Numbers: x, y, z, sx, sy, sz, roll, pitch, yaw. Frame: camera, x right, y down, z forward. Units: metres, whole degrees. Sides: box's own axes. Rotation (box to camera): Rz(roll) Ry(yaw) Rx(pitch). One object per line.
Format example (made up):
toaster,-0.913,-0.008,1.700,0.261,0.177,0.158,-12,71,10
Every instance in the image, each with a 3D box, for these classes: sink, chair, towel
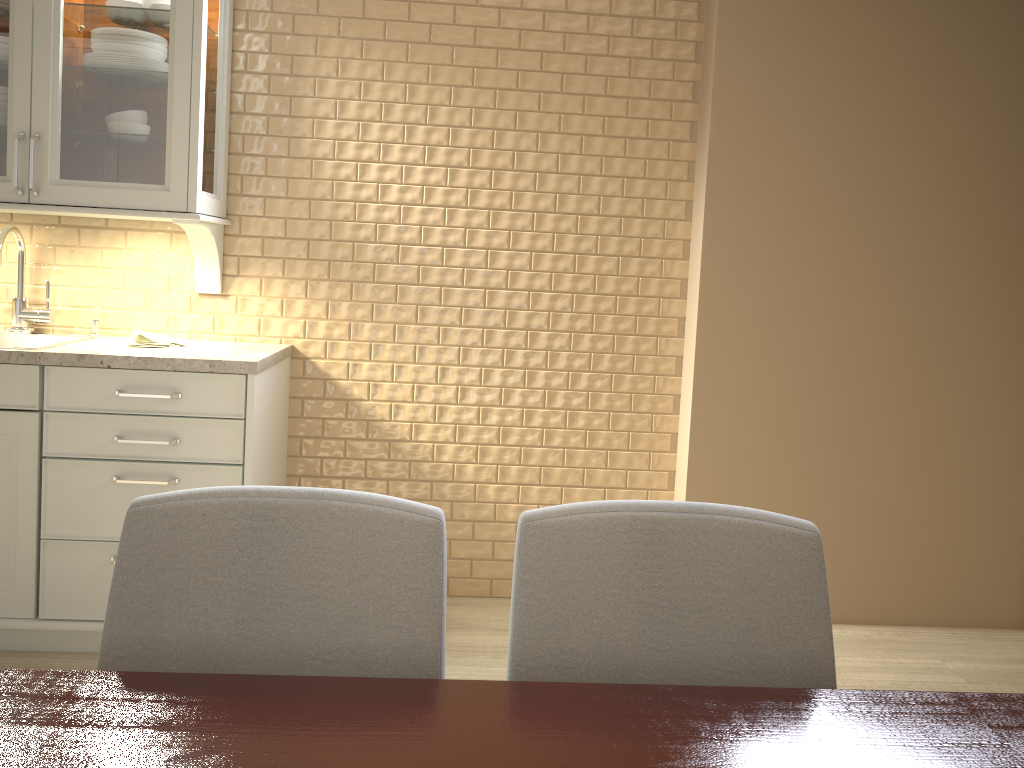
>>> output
sink,-1.531,0.075,2.547,0.484,0.413,0.382,3,5,-4
chair,0.184,0.587,0.867,0.399,0.824,0.508,3,4,-4
towel,-1.051,-0.132,2.637,0.164,0.050,0.172,1,8,-18
chair,-0.271,0.566,0.840,0.399,0.824,0.508,3,4,-4

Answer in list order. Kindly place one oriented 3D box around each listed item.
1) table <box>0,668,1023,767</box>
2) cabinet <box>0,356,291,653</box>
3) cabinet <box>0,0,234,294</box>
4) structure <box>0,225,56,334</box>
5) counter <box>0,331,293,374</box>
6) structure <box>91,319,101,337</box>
table,-0.218,0.685,0.549,1.758,0.677,0.756,3,6,-3
cabinet,-1.807,0.268,2.627,2.218,0.790,0.642,3,5,-3
cabinet,-1.775,-0.856,2.567,1.927,1.108,0.413,3,4,-3
structure,-1.508,-0.314,2.692,0.142,0.335,0.212,3,5,6
counter,-1.793,-0.127,2.562,2.197,0.035,0.526,3,8,-3
structure,-1.316,-0.176,2.797,0.029,0.056,0.029,0,5,-38
